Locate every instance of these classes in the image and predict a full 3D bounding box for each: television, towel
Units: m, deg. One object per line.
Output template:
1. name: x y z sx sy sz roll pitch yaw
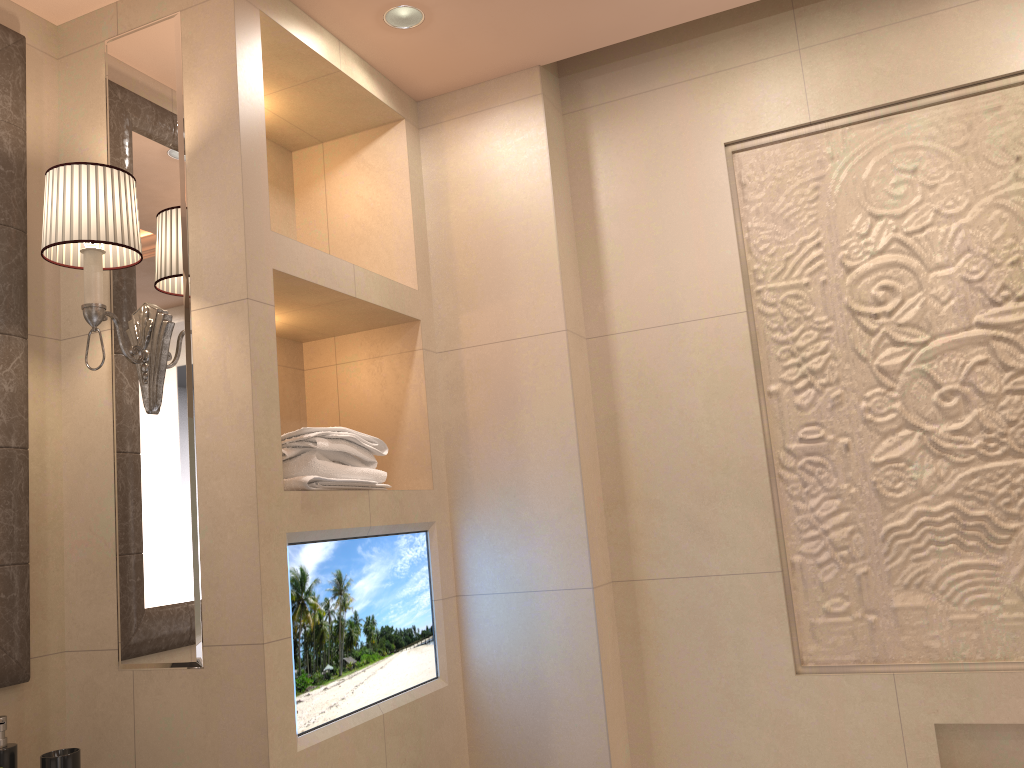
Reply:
1. television: -0.320 0.517 1.950 0.025 0.360 0.564 -9 -10 22
2. towel: 0.879 -0.308 1.525 3.195 0.726 0.517 -9 -10 22

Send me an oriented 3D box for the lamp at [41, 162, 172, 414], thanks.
1. lamp: -0.771 -0.170 1.678 0.174 0.444 0.223 -9 -10 22

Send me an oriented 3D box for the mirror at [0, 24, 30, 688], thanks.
1. mirror: -1.195 -0.146 1.263 0.041 1.321 1.131 -9 -10 22

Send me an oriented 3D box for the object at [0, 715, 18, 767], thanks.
1. object: -0.870 0.671 1.496 0.063 0.208 0.063 -6 -9 4

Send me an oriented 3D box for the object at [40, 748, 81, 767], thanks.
1. object: -0.776 0.705 1.526 0.063 0.134 0.063 1 -11 -34

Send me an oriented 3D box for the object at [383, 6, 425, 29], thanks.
1. object: -0.256 -0.891 2.082 0.097 0.069 0.097 -12 -11 39
